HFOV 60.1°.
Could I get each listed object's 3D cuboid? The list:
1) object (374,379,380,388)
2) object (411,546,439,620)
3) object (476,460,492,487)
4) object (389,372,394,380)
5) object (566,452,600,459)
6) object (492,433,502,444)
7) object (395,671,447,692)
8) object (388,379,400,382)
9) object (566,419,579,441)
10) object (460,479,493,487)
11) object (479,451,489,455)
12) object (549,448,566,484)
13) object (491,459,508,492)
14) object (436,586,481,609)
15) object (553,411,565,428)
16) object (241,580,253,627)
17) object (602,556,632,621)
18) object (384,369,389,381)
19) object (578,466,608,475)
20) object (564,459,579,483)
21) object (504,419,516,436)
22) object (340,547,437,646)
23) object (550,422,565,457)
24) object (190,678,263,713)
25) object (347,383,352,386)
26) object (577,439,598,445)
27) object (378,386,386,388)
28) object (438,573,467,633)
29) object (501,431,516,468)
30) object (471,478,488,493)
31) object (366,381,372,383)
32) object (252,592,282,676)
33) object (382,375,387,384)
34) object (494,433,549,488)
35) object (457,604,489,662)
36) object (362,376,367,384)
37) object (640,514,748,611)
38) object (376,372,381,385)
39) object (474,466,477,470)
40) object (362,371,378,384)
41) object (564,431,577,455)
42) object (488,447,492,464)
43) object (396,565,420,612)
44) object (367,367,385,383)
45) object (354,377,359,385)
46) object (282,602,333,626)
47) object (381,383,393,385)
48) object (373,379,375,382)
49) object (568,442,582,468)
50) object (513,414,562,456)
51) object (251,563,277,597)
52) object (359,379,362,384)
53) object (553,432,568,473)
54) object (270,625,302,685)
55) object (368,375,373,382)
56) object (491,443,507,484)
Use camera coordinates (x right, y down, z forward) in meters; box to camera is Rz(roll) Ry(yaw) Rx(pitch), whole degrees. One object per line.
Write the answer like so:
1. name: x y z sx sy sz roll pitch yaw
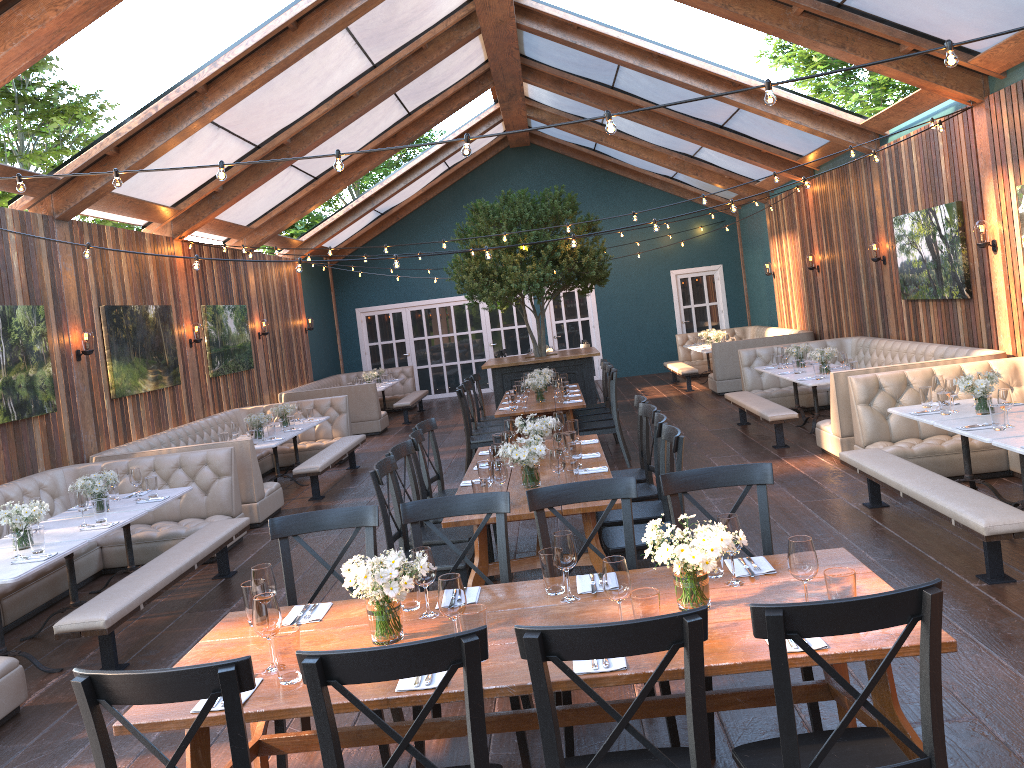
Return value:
1. object: -2.427 -0.014 15.936 0.092 0.158 0.092 -7 2 -11
2. object: -0.315 0.718 3.199 0.092 0.244 0.093 -5 2 45
3. object: -0.165 0.553 5.435 0.091 0.158 0.092 -6 2 29
4. object: -2.372 -0.152 17.476 0.092 0.158 0.092 -7 2 -11
5. object: 0.479 0.493 6.060 0.255 0.019 0.158 -7 5 3
6. object: -0.093 0.449 6.544 0.092 0.158 0.091 -9 3 -41
7. object: -0.259 0.868 2.692 0.157 0.019 0.256 -7 5 3
8. object: -2.326 -0.071 17.286 0.255 0.019 0.158 -7 5 3
9. object: 0.473 0.359 6.814 0.091 0.158 0.092 -5 3 39
10. object: -0.199 0.613 5.597 0.255 0.019 0.158 -7 5 3
11. object: -0.127 0.509 6.717 0.255 0.019 0.158 -7 5 3
12. object: 0.264 0.492 5.038 0.092 0.244 0.093 -5 2 45
13. object: -0.064 0.542 4.910 0.092 0.244 0.093 -5 2 45
14. object: -0.203 0.806 3.337 0.157 0.019 0.256 -7 5 3
15. object: 0.364 0.336 6.734 0.092 0.244 0.092 -8 2 -39
16. object: -0.967 0.827 3.339 0.091 0.158 0.092 -6 2 29
17. object: 0.337 0.674 2.801 0.092 0.244 0.093 -5 2 45
18. object: -2.459 -0.178 17.396 0.092 0.244 0.093 -5 2 45
19. object: 0.473 0.538 5.533 0.255 0.019 0.158 -7 5 3
20. object: 0.344 0.519 5.117 0.091 0.158 0.092 -6 2 29
21. object: -0.008 0.389 6.622 0.092 0.244 0.092 -8 2 -39
22. object: -0.437 0.715 3.025 0.335 0.309 0.331 -5 4 36
23. object: 0.318 0.391 6.146 0.092 0.244 0.093 -5 2 45
24. object: -0.865 0.938 2.717 0.157 0.019 0.256 -7 5 3
25. object: -2.861 0.063 15.636 0.092 0.158 0.092 -7 2 -11
26. object: 0.523 0.437 6.654 0.255 0.019 0.158 -7 5 3
27. object: -2.376 0.062 15.786 0.255 0.019 0.158 -7 5 3
28. object: -0.186 0.735 2.824 0.092 0.244 0.093 -5 2 45
29. object: -0.021 0.444 6.017 0.092 0.244 0.093 -5 2 45
30. object: -0.170 0.603 4.855 0.091 0.158 0.092 -6 2 29
31. object: -2.504 0.030 15.529 0.092 0.158 0.092 -7 2 -11
32. object: -0.784 0.804 2.852 0.092 0.244 0.093 -5 2 45
33. object: -2.397 -0.082 16.691 0.092 0.158 0.092 -7 2 -11
34. object: 0.092 0.460 5.268 0.330 0.309 0.335 -9 4 -30
35. object: -0.116 0.776 2.748 0.091 0.158 0.092 -6 2 29
36. object: -2.599 -0.012 15.639 0.092 0.244 0.092 -8 2 -39
37. object: 0.606 0.595 2.960 0.337 0.309 0.328 -9 4 -32
38. object: -2.507 -0.105 16.605 0.092 0.244 0.092 -8 2 -39
39. object: -0.139 0.563 6.119 0.255 0.019 0.158 -7 5 3
40. object: -2.620 -0.093 16.241 0.335 0.309 0.331 -4 4 45
41. object: 0.415 0.416 6.226 0.091 0.158 0.092 -6 2 29
42. object: -0.106 0.503 5.957 0.091 0.158 0.092 -6 2 29
43. object: -0.386 0.761 3.304 0.091 0.158 0.092 -6 2 29
44. object: -2.599 -0.167 17.073 0.337 0.309 0.328 -9 4 -32
45. object: -2.759 0.001 15.717 0.092 0.244 0.092 -8 2 -39
46. object: -0.786 0.874 3.359 0.157 0.019 0.256 -7 5 3
47. object: -2.350 -0.004 16.526 0.255 0.019 0.158 -7 5 3
48. object: -2.730 -0.121 17.606 0.092 0.158 0.092 -7 2 -11
49. object: 0.409 0.461 5.708 0.091 0.158 0.092 -6 2 29
50. object: 0.186 0.360 6.316 0.328 0.309 0.338 -5 4 37
51. object: -0.899 0.786 3.226 0.092 0.244 0.093 -5 2 45
52. object: -2.828 -0.009 16.430 0.092 0.158 0.092 -7 2 -11
53. object: 0.314 0.435 5.632 0.092 0.244 0.093 -5 2 45
54. object: -0.697 0.845 2.752 0.091 0.158 0.092 -6 2 29
55. object: -2.531 -0.040 15.874 0.092 0.244 0.092 -8 2 -39
56. object: -0.081 0.494 5.495 0.092 0.244 0.093 -5 2 45
